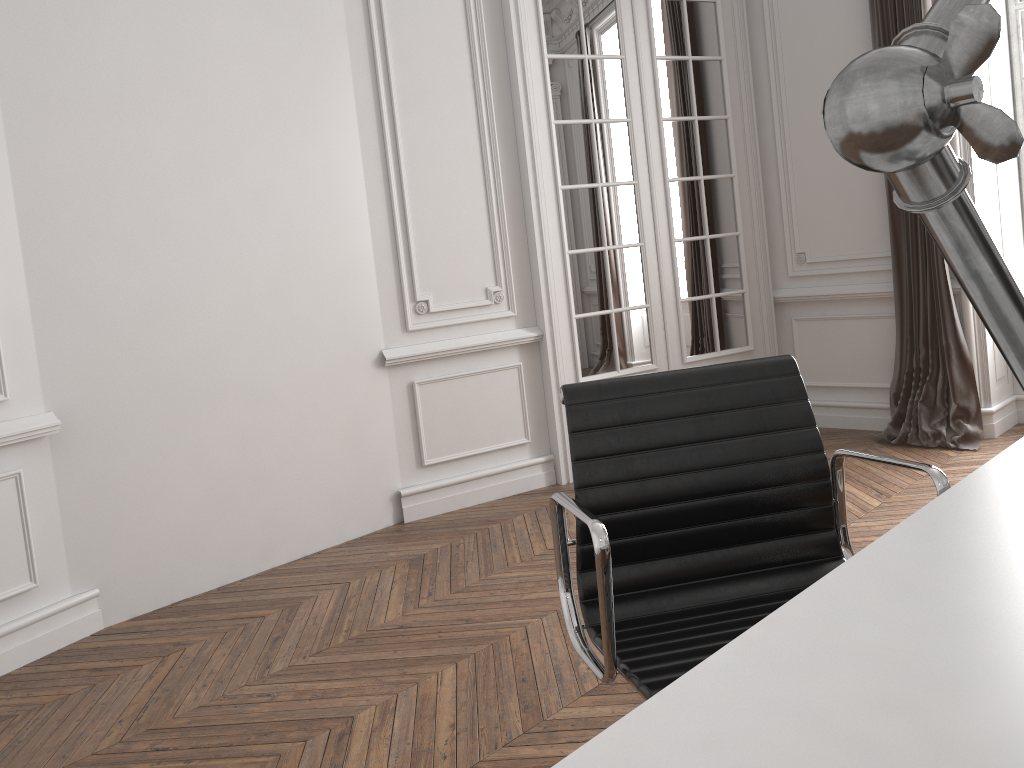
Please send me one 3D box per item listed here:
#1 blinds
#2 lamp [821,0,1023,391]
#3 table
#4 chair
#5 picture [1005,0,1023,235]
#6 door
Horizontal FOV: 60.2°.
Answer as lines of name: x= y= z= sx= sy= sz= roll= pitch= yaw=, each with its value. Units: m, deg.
blinds: x=1.971 y=-1.243 z=4.457 sx=0.312 sy=3.088 sz=0.580 roll=-9 pitch=4 yaw=-38
lamp: x=0.286 y=-0.015 z=0.400 sx=0.492 sy=0.696 sz=0.268 roll=-11 pitch=6 yaw=-43
table: x=1.120 y=0.515 z=1.145 sx=2.642 sy=0.745 sz=0.899 roll=-14 pitch=9 yaw=-43
chair: x=0.418 y=0.460 z=1.473 sx=0.695 sy=0.919 sz=0.670 roll=-8 pitch=5 yaw=-17
picture: x=0.629 y=-1.327 z=1.653 sx=13.183 sy=4.780 sz=13.349 roll=0 pitch=10 yaw=38
door: x=0.767 y=-0.956 z=4.823 sx=1.572 sy=2.723 sz=0.086 roll=-9 pitch=4 yaw=-28
